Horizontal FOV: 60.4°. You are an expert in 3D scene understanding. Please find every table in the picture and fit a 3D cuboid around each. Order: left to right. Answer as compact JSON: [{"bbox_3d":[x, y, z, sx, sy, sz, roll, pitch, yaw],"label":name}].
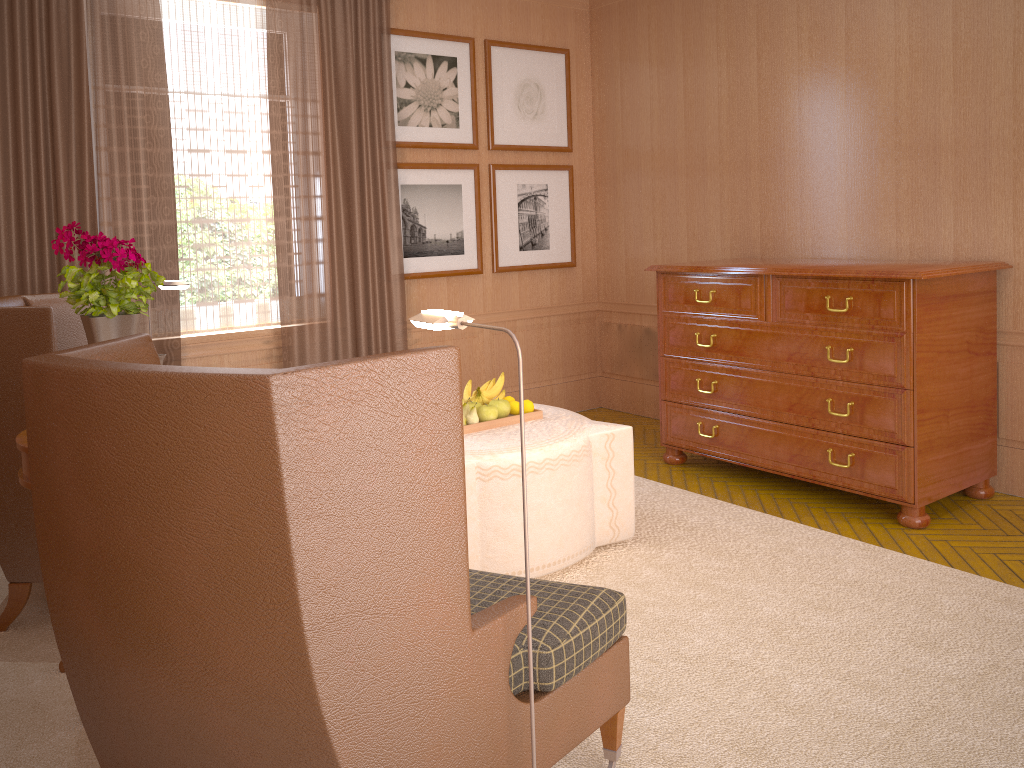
[{"bbox_3d":[-2.068,0.905,4.689,0.929,1.361,1.046,-5,7,-29],"label":"table"}]

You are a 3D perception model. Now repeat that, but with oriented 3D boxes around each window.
[{"bbox_3d":[-2.988,-2.139,8.556,2.448,3.353,0.849,-6,6,-37],"label":"window"}]

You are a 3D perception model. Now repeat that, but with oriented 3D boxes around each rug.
[{"bbox_3d":[-0.227,1.480,5.006,6.036,0.020,8.009,-10,13,-36],"label":"rug"}]

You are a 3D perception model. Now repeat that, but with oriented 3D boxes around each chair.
[{"bbox_3d":[-2.732,0.377,6.053,1.722,1.958,1.930,-3,7,-12],"label":"chair"},{"bbox_3d":[-0.753,0.783,3.447,1.911,1.958,1.739,2,7,28],"label":"chair"}]

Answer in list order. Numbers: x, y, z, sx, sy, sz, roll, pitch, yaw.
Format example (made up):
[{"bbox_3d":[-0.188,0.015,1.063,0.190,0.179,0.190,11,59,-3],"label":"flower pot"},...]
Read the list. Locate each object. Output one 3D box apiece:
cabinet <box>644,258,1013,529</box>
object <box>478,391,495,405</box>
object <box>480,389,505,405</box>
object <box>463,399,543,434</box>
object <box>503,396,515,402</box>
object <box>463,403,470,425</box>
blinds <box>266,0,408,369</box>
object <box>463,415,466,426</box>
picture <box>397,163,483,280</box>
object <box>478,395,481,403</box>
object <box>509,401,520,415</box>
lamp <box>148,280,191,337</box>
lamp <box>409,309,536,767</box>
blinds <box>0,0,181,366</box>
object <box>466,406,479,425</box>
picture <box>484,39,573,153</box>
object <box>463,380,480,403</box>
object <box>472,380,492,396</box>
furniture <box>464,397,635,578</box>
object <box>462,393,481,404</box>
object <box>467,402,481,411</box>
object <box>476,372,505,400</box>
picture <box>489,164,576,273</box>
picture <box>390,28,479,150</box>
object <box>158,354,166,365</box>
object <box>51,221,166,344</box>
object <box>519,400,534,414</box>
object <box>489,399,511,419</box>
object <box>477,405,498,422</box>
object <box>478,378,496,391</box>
[{"bbox_3d":[2.701,-0.107,7.869,1.425,1.926,2.784,-6,9,-36],"label":"cabinet"},{"bbox_3d":[-0.186,0.114,6.794,0.062,0.198,0.390,-1,9,18],"label":"object"},{"bbox_3d":[-0.131,0.102,6.779,0.072,0.171,0.401,0,9,29],"label":"object"},{"bbox_3d":[-0.280,0.244,6.614,0.806,0.059,0.643,-10,13,-36],"label":"object"},{"bbox_3d":[-0.026,0.158,6.830,0.114,0.132,0.109,-1,6,10],"label":"object"},{"bbox_3d":[-0.351,0.230,6.391,0.130,0.195,0.131,-2,6,-1],"label":"object"},{"bbox_3d":[-1.729,-1.573,8.860,1.455,4.754,0.267,-5,5,-38],"label":"blinds"},{"bbox_3d":[-0.415,0.273,6.238,0.194,0.127,0.134,-5,8,-17],"label":"object"},{"bbox_3d":[-0.857,-1.791,9.643,1.258,1.239,0.048,-7,6,-37],"label":"picture"},{"bbox_3d":[-0.280,0.123,6.799,0.062,0.180,0.399,-3,9,-7],"label":"object"},{"bbox_3d":[0.024,0.184,6.683,0.111,0.109,0.134,-7,9,-33],"label":"object"},{"bbox_3d":[-2.639,0.192,6.902,0.629,2.011,0.569,-1,4,15],"label":"lamp"},{"bbox_3d":[-0.160,0.753,3.338,0.629,2.016,0.568,0,4,24],"label":"lamp"},{"bbox_3d":[-3.583,-1.250,7.469,1.435,4.764,0.267,-5,5,-36],"label":"blinds"},{"bbox_3d":[-0.286,0.231,6.293,0.098,0.147,0.099,-2,6,-1],"label":"object"},{"bbox_3d":[0.216,-3.377,10.400,1.258,1.239,0.048,-7,6,-37],"label":"picture"},{"bbox_3d":[-0.327,0.077,6.775,0.104,0.157,0.380,-3,9,-13],"label":"object"},{"bbox_3d":[-0.243,0.047,6.833,0.091,0.127,0.414,-1,10,12],"label":"object"},{"bbox_3d":[-0.327,0.730,6.592,1.965,0.892,1.962,-9,12,-39],"label":"furniture"},{"bbox_3d":[-0.339,0.130,6.771,0.071,0.184,0.396,-4,9,-22],"label":"object"},{"bbox_3d":[-0.293,0.202,6.540,0.156,0.134,0.160,-7,9,-32],"label":"object"},{"bbox_3d":[-0.143,0.024,6.783,0.071,0.167,0.409,1,9,30],"label":"object"},{"bbox_3d":[0.265,-1.984,10.484,1.258,1.239,0.048,-7,6,-37],"label":"picture"},{"bbox_3d":[-0.907,-3.185,9.559,1.258,1.239,0.048,-7,6,-37],"label":"picture"},{"bbox_3d":[-1.903,0.023,4.743,0.186,0.355,0.188,-2,5,-3],"label":"object"},{"bbox_3d":[-2.084,-0.313,4.606,0.528,1.081,0.457,-6,6,-38],"label":"object"},{"bbox_3d":[0.110,0.183,6.640,0.114,0.132,0.109,-1,6,10],"label":"object"},{"bbox_3d":[-0.095,0.189,6.552,0.169,0.146,0.174,-1,8,9],"label":"object"},{"bbox_3d":[-0.178,0.222,6.413,0.156,0.134,0.160,-7,9,-32],"label":"object"},{"bbox_3d":[-0.208,0.068,6.800,0.065,0.170,0.381,0,9,20],"label":"object"}]
